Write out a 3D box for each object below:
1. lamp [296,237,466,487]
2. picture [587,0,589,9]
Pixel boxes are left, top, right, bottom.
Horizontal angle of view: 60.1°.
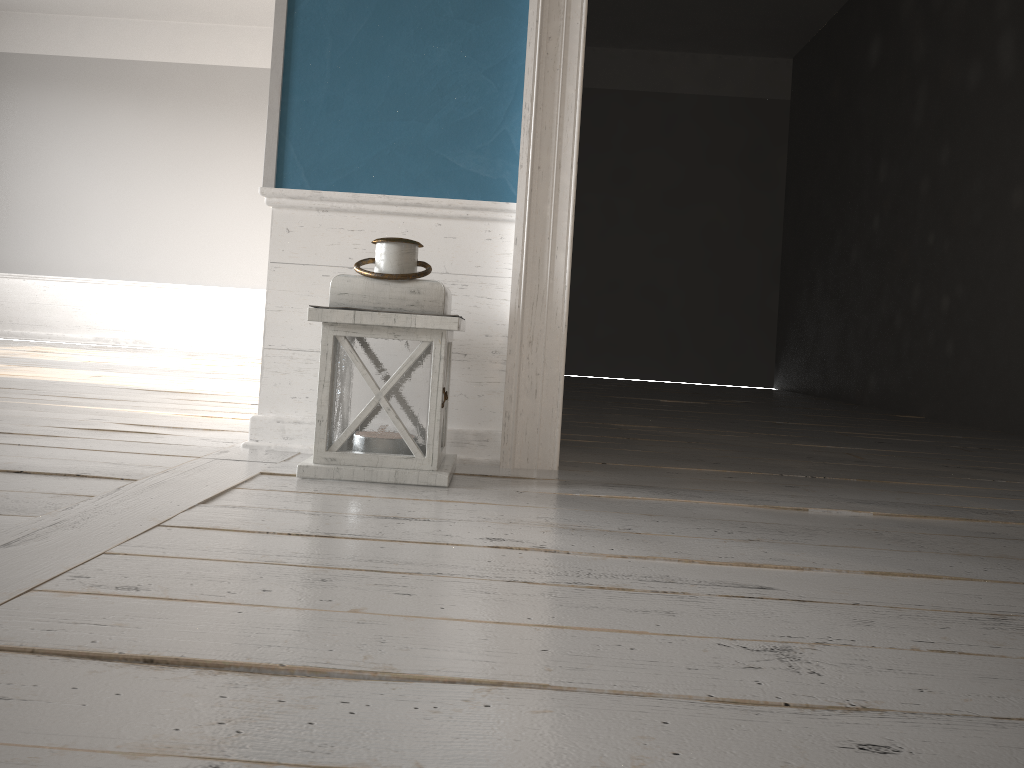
[{"bbox_3d":[-0.249,-0.061,1.812,0.287,0.478,0.287,4,0,-1],"label":"lamp"},{"bbox_3d":[1.177,-1.304,2.206,1.945,0.754,0.359,4,0,1],"label":"picture"}]
